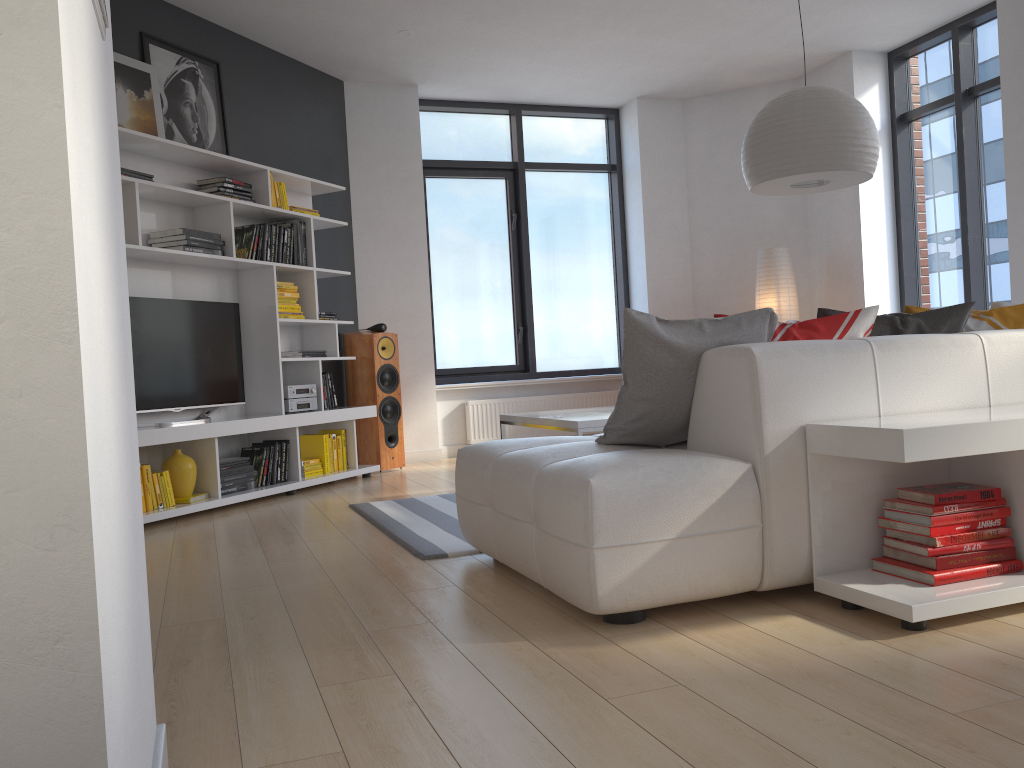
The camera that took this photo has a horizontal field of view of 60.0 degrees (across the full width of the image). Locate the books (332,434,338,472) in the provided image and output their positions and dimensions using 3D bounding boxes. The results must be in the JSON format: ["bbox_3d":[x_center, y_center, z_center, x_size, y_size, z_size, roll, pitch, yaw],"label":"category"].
[{"bbox_3d":[-1.274,0.466,6.007,0.185,0.250,0.035,-3,1,25],"label":"books"}]

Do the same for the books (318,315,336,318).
[{"bbox_3d":[-1.330,-0.461,6.123,0.142,0.015,0.198,-3,1,24],"label":"books"}]

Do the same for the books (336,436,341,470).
[{"bbox_3d":[-1.249,0.472,6.055,0.172,0.234,0.024,-3,1,25],"label":"books"}]

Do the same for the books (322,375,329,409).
[{"bbox_3d":[-1.343,0.058,6.071,0.170,0.236,0.049,-3,1,26],"label":"books"}]

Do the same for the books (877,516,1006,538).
[{"bbox_3d":[1.176,0.378,2.433,0.261,0.028,0.191,-4,1,-20],"label":"books"}]

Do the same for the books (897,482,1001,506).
[{"bbox_3d":[1.187,0.298,2.414,0.206,0.029,0.152,-4,1,-14],"label":"books"}]

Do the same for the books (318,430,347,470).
[{"bbox_3d":[-1.235,0.453,6.108,0.204,0.270,0.029,-3,1,25],"label":"books"}]

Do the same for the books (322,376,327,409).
[{"bbox_3d":[-1.359,0.059,6.052,0.189,0.240,0.053,-3,1,26],"label":"books"}]

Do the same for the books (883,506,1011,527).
[{"bbox_3d":[1.182,0.350,2.418,0.269,0.028,0.179,-4,1,-18],"label":"books"}]

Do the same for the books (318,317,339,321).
[{"bbox_3d":[-1.326,-0.443,6.123,0.161,0.023,0.213,-3,1,29],"label":"books"}]

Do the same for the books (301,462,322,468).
[{"bbox_3d":[-1.357,0.532,5.811,0.134,0.014,0.187,-3,1,25],"label":"books"}]

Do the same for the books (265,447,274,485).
[{"bbox_3d":[-1.542,0.501,5.421,0.169,0.233,0.081,-3,1,24],"label":"books"}]

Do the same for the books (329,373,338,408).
[{"bbox_3d":[-1.305,0.051,6.142,0.177,0.242,0.066,-3,1,25],"label":"books"}]

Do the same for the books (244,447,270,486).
[{"bbox_3d":[-1.568,0.504,5.399,0.187,0.234,0.096,-3,1,26],"label":"books"}]

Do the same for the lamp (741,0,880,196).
[{"bbox_3d":[2.634,-0.844,3.748,3.199,2.647,0.710,-3,1,16],"label":"lamp"}]

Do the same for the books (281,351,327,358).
[{"bbox_3d":[-1.436,-0.194,5.973,0.250,0.047,0.310,-3,1,21],"label":"books"}]

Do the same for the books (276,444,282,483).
[{"bbox_3d":[-1.512,0.495,5.501,0.179,0.243,0.068,-3,1,24],"label":"books"}]

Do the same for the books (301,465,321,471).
[{"bbox_3d":[-1.345,0.547,5.799,0.113,0.018,0.169,-3,1,27],"label":"books"}]

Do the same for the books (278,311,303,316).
[{"bbox_3d":[-1.532,-0.454,5.812,0.203,0.024,0.257,-3,1,28],"label":"books"}]

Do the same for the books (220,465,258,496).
[{"bbox_3d":[-1.699,0.561,5.175,0.277,0.137,0.343,-3,1,20],"label":"books"}]

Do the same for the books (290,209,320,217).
[{"bbox_3d":[-1.458,-1.135,5.982,0.194,0.028,0.257,-3,1,30],"label":"books"}]

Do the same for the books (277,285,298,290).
[{"bbox_3d":[-1.547,-0.630,5.826,0.163,0.023,0.223,-3,1,30],"label":"books"}]

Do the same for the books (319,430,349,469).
[{"bbox_3d":[-1.231,0.452,6.136,0.213,0.270,0.025,-3,1,25],"label":"books"}]

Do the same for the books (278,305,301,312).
[{"bbox_3d":[-1.537,-0.487,5.814,0.189,0.042,0.243,-3,1,25],"label":"books"}]

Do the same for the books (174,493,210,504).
[{"bbox_3d":[-1.831,0.628,4.855,0.270,0.029,0.204,-3,1,10],"label":"books"}]

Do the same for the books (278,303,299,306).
[{"bbox_3d":[-1.553,-0.515,5.817,0.189,0.014,0.251,-3,1,29],"label":"books"}]

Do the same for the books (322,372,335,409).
[{"bbox_3d":[-1.325,0.047,6.118,0.193,0.255,0.066,-3,1,25],"label":"books"}]

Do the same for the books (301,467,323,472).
[{"bbox_3d":[-1.360,0.561,5.812,0.148,0.011,0.196,-3,1,26],"label":"books"}]

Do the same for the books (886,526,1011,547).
[{"bbox_3d":[1.187,0.403,2.420,0.257,0.025,0.182,-4,1,-20],"label":"books"}]

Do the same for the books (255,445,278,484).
[{"bbox_3d":[-1.516,0.496,5.447,0.172,0.242,0.069,-3,1,26],"label":"books"}]

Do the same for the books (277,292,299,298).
[{"bbox_3d":[-1.546,-0.578,5.826,0.176,0.033,0.239,-3,1,29],"label":"books"}]

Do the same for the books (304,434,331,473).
[{"bbox_3d":[-1.307,0.465,5.949,0.199,0.263,0.015,-3,1,25],"label":"books"}]

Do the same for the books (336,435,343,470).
[{"bbox_3d":[-1.241,0.472,6.080,0.172,0.234,0.024,-3,1,25],"label":"books"}]

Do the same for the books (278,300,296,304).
[{"bbox_3d":[-1.540,-0.533,5.800,0.145,0.023,0.217,-3,1,30],"label":"books"}]

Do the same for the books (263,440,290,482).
[{"bbox_3d":[-1.488,0.483,5.567,0.197,0.260,0.066,-3,1,25],"label":"books"}]

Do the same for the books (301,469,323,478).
[{"bbox_3d":[-1.355,0.584,5.810,0.147,0.033,0.190,-3,1,25],"label":"books"}]

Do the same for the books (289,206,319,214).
[{"bbox_3d":[-1.468,-1.160,5.982,0.203,0.024,0.257,-3,1,28],"label":"books"}]

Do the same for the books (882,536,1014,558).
[{"bbox_3d":[1.181,0.429,2.410,0.266,0.026,0.187,-4,1,-14],"label":"books"}]

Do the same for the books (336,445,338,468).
[{"bbox_3d":[-1.263,0.471,6.035,0.169,0.239,0.023,-3,1,25],"label":"books"}]

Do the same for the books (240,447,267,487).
[{"bbox_3d":[-1.578,0.504,5.367,0.182,0.234,0.104,-3,1,26],"label":"books"}]

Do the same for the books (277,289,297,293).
[{"bbox_3d":[-1.553,-0.606,5.821,0.160,0.022,0.227,-3,1,41],"label":"books"}]

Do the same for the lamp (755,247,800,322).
[{"bbox_3d":[2.333,-0.330,7.071,0.804,1.550,0.502,-3,1,31],"label":"lamp"}]

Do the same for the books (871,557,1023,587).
[{"bbox_3d":[1.178,0.492,2.409,0.301,0.032,0.227,-4,1,-20],"label":"books"}]

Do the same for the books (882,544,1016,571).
[{"bbox_3d":[1.188,0.458,2.422,0.259,0.034,0.206,-4,1,-17],"label":"books"}]

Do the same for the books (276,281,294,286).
[{"bbox_3d":[-1.573,-0.652,5.827,0.163,0.023,0.223,-3,1,30],"label":"books"}]

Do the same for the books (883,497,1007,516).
[{"bbox_3d":[1.178,0.325,2.421,0.254,0.025,0.178,-4,1,-20],"label":"books"}]

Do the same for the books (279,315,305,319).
[{"bbox_3d":[-1.521,-0.429,5.811,0.194,0.028,0.257,-3,1,30],"label":"books"}]

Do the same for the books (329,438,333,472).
[{"bbox_3d":[-1.279,0.480,5.957,0.156,0.229,0.024,-3,1,25],"label":"books"}]

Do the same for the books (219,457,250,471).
[{"bbox_3d":[-1.727,0.470,5.177,0.250,0.047,0.310,-3,1,21],"label":"books"}]

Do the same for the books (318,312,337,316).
[{"bbox_3d":[-1.344,-0.480,6.131,0.161,0.023,0.213,-3,1,29],"label":"books"}]

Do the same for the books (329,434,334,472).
[{"bbox_3d":[-1.287,0.467,5.984,0.180,0.251,0.019,-3,1,25],"label":"books"}]

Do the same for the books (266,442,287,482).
[{"bbox_3d":[-1.501,0.489,5.536,0.191,0.249,0.084,-3,1,25],"label":"books"}]

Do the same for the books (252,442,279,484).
[{"bbox_3d":[-1.530,0.489,5.479,0.192,0.254,0.075,-3,1,25],"label":"books"}]

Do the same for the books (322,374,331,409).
[{"bbox_3d":[-1.327,0.053,6.087,0.169,0.242,0.050,-3,1,25],"label":"books"}]

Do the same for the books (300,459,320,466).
[{"bbox_3d":[-1.371,0.513,5.813,0.138,0.026,0.186,-3,1,25],"label":"books"}]

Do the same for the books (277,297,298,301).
[{"bbox_3d":[-1.551,-0.552,5.818,0.171,0.019,0.239,-3,1,25],"label":"books"}]

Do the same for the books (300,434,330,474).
[{"bbox_3d":[-1.318,0.468,5.921,0.198,0.255,0.044,-3,1,25],"label":"books"}]
